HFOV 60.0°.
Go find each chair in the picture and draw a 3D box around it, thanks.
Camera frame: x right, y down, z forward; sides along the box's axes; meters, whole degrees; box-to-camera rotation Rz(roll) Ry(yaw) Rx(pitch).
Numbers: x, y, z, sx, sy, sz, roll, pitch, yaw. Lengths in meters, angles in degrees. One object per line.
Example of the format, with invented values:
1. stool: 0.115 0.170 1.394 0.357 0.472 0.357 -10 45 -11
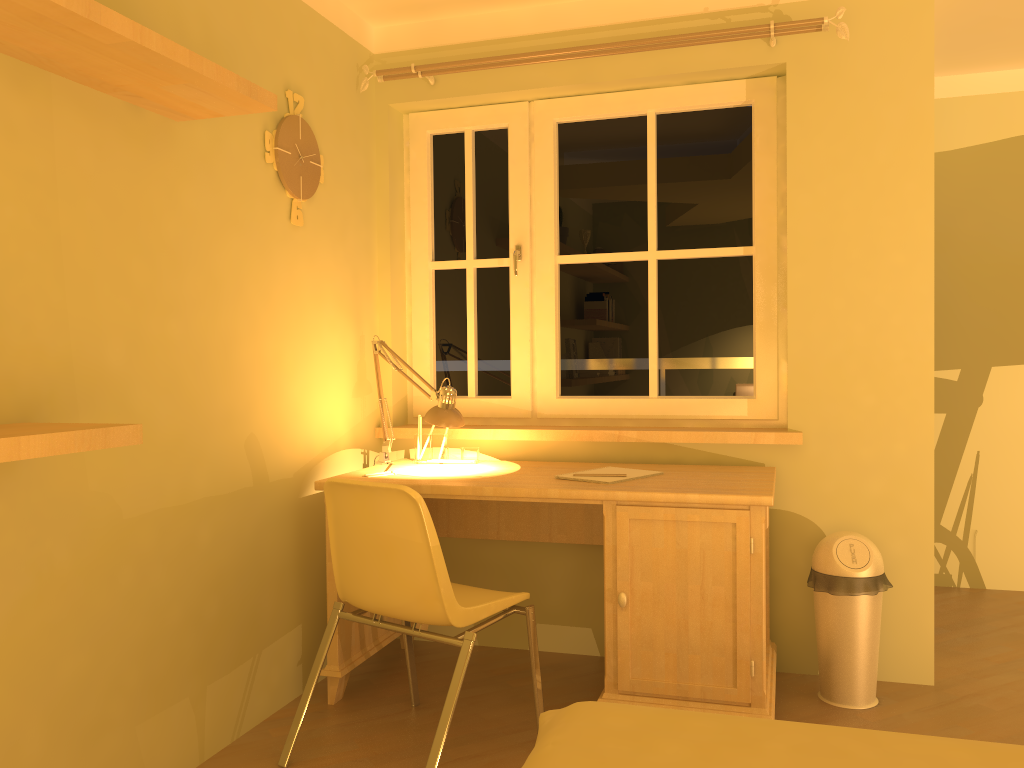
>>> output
1. chair: -0.268 0.639 2.461 0.531 0.785 0.546 0 2 37

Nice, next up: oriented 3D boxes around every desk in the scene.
1. desk: 0.142 0.656 2.929 1.396 0.720 0.684 0 2 17

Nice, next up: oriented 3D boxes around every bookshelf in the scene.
1. bookshelf: -1.116 -0.078 1.070 0.300 1.240 2.605 0 2 17

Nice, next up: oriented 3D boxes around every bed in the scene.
1. bed: 0.335 0.626 0.556 1.286 0.894 2.378 0 2 17

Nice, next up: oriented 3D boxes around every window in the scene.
1. window: 0.276 -0.467 3.397 1.486 1.263 0.142 0 2 17

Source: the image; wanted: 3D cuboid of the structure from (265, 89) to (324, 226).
1. structure: -0.697 -0.736 2.899 0.027 0.432 0.360 0 2 17

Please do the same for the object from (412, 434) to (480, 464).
1. object: -0.243 0.239 3.271 0.240 0.105 0.070 0 1 10

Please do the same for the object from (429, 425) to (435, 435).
1. object: -0.311 0.203 3.307 0.073 0.155 0.008 -1 2 -18

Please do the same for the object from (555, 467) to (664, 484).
1. object: 0.314 0.291 2.835 0.210 0.010 0.300 1 2 42

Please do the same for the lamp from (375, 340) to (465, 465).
1. lamp: -0.359 0.069 3.109 0.484 0.455 0.140 1 2 42

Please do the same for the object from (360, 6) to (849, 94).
1. object: 0.272 -1.137 3.127 1.708 0.113 0.190 0 2 17

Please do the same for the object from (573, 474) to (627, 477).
1. object: 0.275 0.286 2.775 0.166 0.009 0.008 0 1 8

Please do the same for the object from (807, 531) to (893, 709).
1. object: 1.074 0.739 2.834 0.255 0.535 0.248 -2 2 -38

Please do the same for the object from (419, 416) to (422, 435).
1. object: -0.339 0.198 3.289 0.009 0.162 0.053 -1 1 -7

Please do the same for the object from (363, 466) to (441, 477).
1. object: -0.371 0.295 3.003 0.300 0.009 0.040 -2 2 -43

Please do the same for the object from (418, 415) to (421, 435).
1. object: -0.347 0.198 3.304 0.009 0.165 0.034 0 1 10

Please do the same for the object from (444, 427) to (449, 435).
1. object: -0.254 0.211 3.298 0.043 0.138 0.010 -1 1 -9
